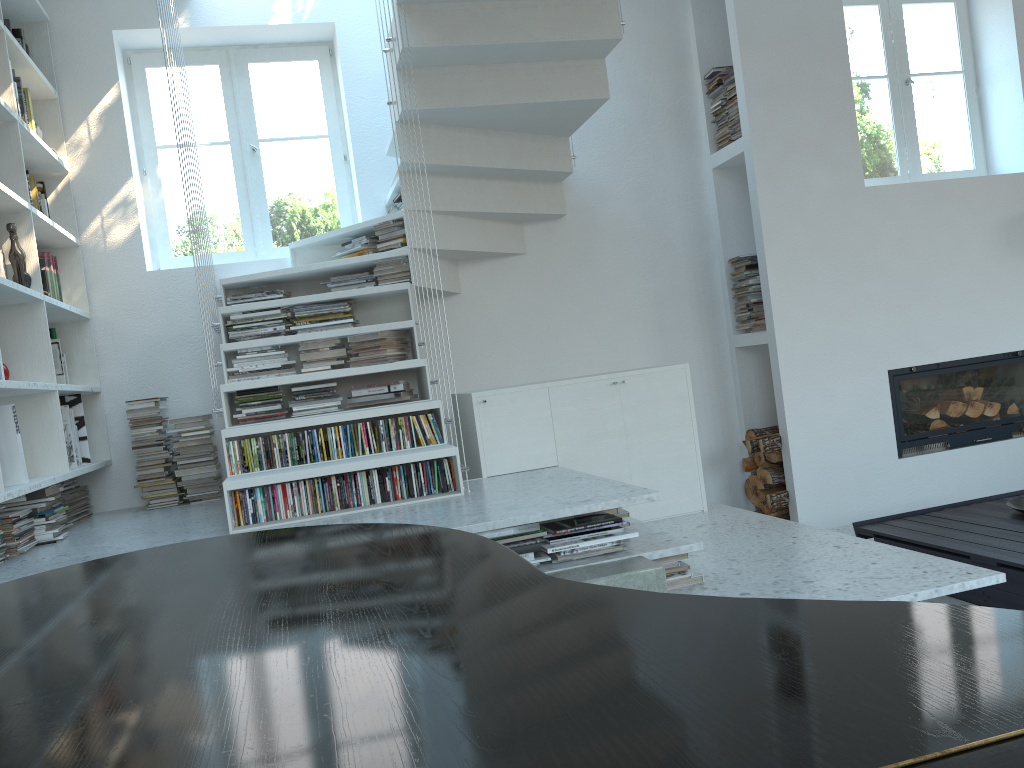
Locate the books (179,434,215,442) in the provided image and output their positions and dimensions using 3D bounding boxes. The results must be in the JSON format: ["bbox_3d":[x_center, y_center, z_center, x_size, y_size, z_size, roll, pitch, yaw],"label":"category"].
[{"bbox_3d":[-1.559,0.265,4.395,0.145,0.010,0.247,-8,1,-15],"label":"books"}]

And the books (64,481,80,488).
[{"bbox_3d":[-2.140,0.483,4.140,0.161,0.009,0.254,-8,1,-10],"label":"books"}]

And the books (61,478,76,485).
[{"bbox_3d":[-2.149,0.466,4.138,0.161,0.009,0.254,-8,1,-15],"label":"books"}]

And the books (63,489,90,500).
[{"bbox_3d":[-2.135,0.532,4.143,0.205,0.007,0.368,-8,1,-10],"label":"books"}]

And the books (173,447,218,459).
[{"bbox_3d":[-1.565,0.342,4.393,0.173,0.014,0.290,-8,1,-12],"label":"books"}]

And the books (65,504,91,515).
[{"bbox_3d":[-2.132,0.600,4.143,0.207,0.008,0.327,-8,1,-6],"label":"books"}]

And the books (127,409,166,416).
[{"bbox_3d":[-1.790,0.139,4.344,0.150,0.014,0.206,-8,1,-14],"label":"books"}]

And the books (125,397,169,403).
[{"bbox_3d":[-1.788,0.077,4.345,0.152,0.006,0.231,-8,1,-9],"label":"books"}]

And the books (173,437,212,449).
[{"bbox_3d":[-1.579,0.288,4.390,0.178,0.029,0.228,-8,1,-19],"label":"books"}]

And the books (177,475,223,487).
[{"bbox_3d":[-1.541,0.480,4.388,0.184,0.006,0.262,-8,1,-13],"label":"books"}]

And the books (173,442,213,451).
[{"bbox_3d":[-1.576,0.308,4.390,0.183,0.012,0.206,-8,1,-18],"label":"books"}]

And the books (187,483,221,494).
[{"bbox_3d":[-1.525,0.512,4.392,0.152,0.029,0.179,-8,1,-18],"label":"books"}]

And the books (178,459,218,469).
[{"bbox_3d":[-1.552,0.394,4.396,0.168,0.014,0.212,-8,1,-13],"label":"books"}]

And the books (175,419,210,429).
[{"bbox_3d":[-1.579,0.198,4.390,0.157,0.025,0.234,-8,1,-18],"label":"books"}]

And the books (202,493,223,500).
[{"bbox_3d":[-1.486,0.556,4.401,0.090,0.011,0.190,-8,1,-16],"label":"books"}]

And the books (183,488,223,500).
[{"bbox_3d":[-1.526,0.542,4.392,0.160,0.012,0.224,-8,1,-10],"label":"books"}]

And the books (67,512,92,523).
[{"bbox_3d":[-2.118,0.638,4.145,0.207,0.008,0.327,-8,1,-9],"label":"books"}]

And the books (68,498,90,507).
[{"bbox_3d":[-2.133,0.570,4.143,0.207,0.008,0.327,-8,1,-7],"label":"books"}]

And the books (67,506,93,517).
[{"bbox_3d":[-2.124,0.614,4.144,0.205,0.007,0.367,-8,1,-8],"label":"books"}]

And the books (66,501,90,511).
[{"bbox_3d":[-2.128,0.584,4.143,0.207,0.008,0.327,-8,1,-10],"label":"books"}]

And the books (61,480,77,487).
[{"bbox_3d":[-2.150,0.475,4.137,0.159,0.009,0.285,-8,1,-14],"label":"books"}]

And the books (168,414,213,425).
[{"bbox_3d":[-1.588,0.174,4.388,0.161,0.026,0.267,-8,1,-9],"label":"books"}]

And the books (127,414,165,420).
[{"bbox_3d":[-1.790,0.161,4.344,0.144,0.009,0.227,-8,1,-14],"label":"books"}]

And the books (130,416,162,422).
[{"bbox_3d":[-1.792,0.171,4.343,0.131,0.011,0.182,-8,1,-16],"label":"books"}]

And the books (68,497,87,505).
[{"bbox_3d":[-2.134,0.562,4.143,0.207,0.008,0.327,-8,1,-11],"label":"books"}]

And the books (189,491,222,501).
[{"bbox_3d":[-1.518,0.551,4.394,0.147,0.008,0.243,-8,1,-17],"label":"books"}]

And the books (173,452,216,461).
[{"bbox_3d":[-1.569,0.357,4.392,0.189,0.013,0.215,-8,1,-16],"label":"books"}]

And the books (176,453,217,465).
[{"bbox_3d":[-1.557,0.370,4.395,0.170,0.017,0.286,-8,1,-14],"label":"books"}]

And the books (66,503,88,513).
[{"bbox_3d":[-2.133,0.593,4.143,0.205,0.007,0.368,-8,1,-12],"label":"books"}]

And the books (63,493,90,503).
[{"bbox_3d":[-2.133,0.547,4.143,0.207,0.008,0.327,-8,1,-8],"label":"books"}]

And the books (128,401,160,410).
[{"bbox_3d":[-1.801,0.106,4.342,0.123,0.025,0.232,-8,1,-17],"label":"books"}]

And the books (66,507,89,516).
[{"bbox_3d":[-2.128,0.607,4.143,0.207,0.008,0.327,-8,1,-11],"label":"books"}]

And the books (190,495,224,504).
[{"bbox_3d":[-1.506,0.574,4.397,0.142,0.020,0.230,-8,1,-14],"label":"books"}]

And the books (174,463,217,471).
[{"bbox_3d":[-1.563,0.406,4.393,0.189,0.006,0.249,-8,1,-16],"label":"books"}]

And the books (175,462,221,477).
[{"bbox_3d":[-1.549,0.421,4.387,0.188,0.027,0.254,-8,1,-14],"label":"books"}]

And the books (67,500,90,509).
[{"bbox_3d":[-2.129,0.577,4.143,0.205,0.007,0.368,-8,1,-10],"label":"books"}]

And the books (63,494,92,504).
[{"bbox_3d":[-2.138,0.555,4.142,0.205,0.007,0.367,-8,1,-6],"label":"books"}]

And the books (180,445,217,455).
[{"bbox_3d":[-1.551,0.325,4.396,0.149,0.017,0.239,-8,1,-14],"label":"books"}]

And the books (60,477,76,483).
[{"bbox_3d":[-2.153,0.457,4.137,0.159,0.009,0.285,-8,1,-14],"label":"books"}]

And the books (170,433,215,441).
[{"bbox_3d":[-1.579,0.259,4.390,0.184,0.008,0.251,-8,1,-13],"label":"books"}]

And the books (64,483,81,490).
[{"bbox_3d":[-2.141,0.492,4.139,0.159,0.009,0.285,-8,1,-11],"label":"books"}]

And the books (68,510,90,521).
[{"bbox_3d":[-2.125,0.631,4.144,0.207,0.008,0.327,-8,1,-11],"label":"books"}]

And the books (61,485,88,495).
[{"bbox_3d":[-2.136,0.509,4.142,0.207,0.008,0.327,-8,1,-9],"label":"books"}]

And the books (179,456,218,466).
[{"bbox_3d":[-1.550,0.382,4.396,0.159,0.009,0.210,-8,1,-13],"label":"books"}]

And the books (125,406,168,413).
[{"bbox_3d":[-1.787,0.124,4.345,0.155,0.014,0.235,-8,1,-13],"label":"books"}]

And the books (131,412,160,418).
[{"bbox_3d":[-1.793,0.151,4.343,0.121,0.011,0.215,-8,1,-19],"label":"books"}]

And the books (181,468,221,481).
[{"bbox_3d":[-1.536,0.447,4.390,0.163,0.028,0.204,-8,1,-12],"label":"books"}]

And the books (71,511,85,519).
[{"bbox_3d":[-2.134,0.623,4.143,0.207,0.008,0.328,-8,1,-14],"label":"books"}]

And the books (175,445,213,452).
[{"bbox_3d":[-1.571,0.316,4.392,0.173,0.006,0.251,-8,1,-17],"label":"books"}]

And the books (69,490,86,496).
[{"bbox_3d":[-2.142,0.525,4.142,0.207,0.008,0.328,-8,1,-12],"label":"books"}]

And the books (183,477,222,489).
[{"bbox_3d":[-1.527,0.490,4.392,0.163,0.017,0.232,-8,1,-14],"label":"books"}]

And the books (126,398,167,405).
[{"bbox_3d":[-1.791,0.087,4.344,0.159,0.011,0.228,-8,1,-15],"label":"books"}]

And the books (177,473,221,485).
[{"bbox_3d":[-1.543,0.470,4.388,0.169,0.015,0.233,-8,1,-9],"label":"books"}]

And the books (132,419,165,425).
[{"bbox_3d":[-1.780,0.186,4.346,0.137,0.006,0.233,-8,1,-19],"label":"books"}]

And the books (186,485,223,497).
[{"bbox_3d":[-1.519,0.530,4.394,0.152,0.009,0.259,-8,1,-13],"label":"books"}]

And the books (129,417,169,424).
[{"bbox_3d":[-1.779,0.179,4.347,0.160,0.008,0.192,-8,1,-14],"label":"books"}]

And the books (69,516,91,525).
[{"bbox_3d":[-2.122,0.653,4.144,0.205,0.007,0.368,-8,1,-11],"label":"books"}]

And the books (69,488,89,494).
[{"bbox_3d":[-2.146,0.518,4.141,0.207,0.008,0.327,-8,1,-5],"label":"books"}]

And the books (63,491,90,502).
[{"bbox_3d":[-2.132,0.539,4.143,0.207,0.008,0.327,-8,1,-9],"label":"books"}]
